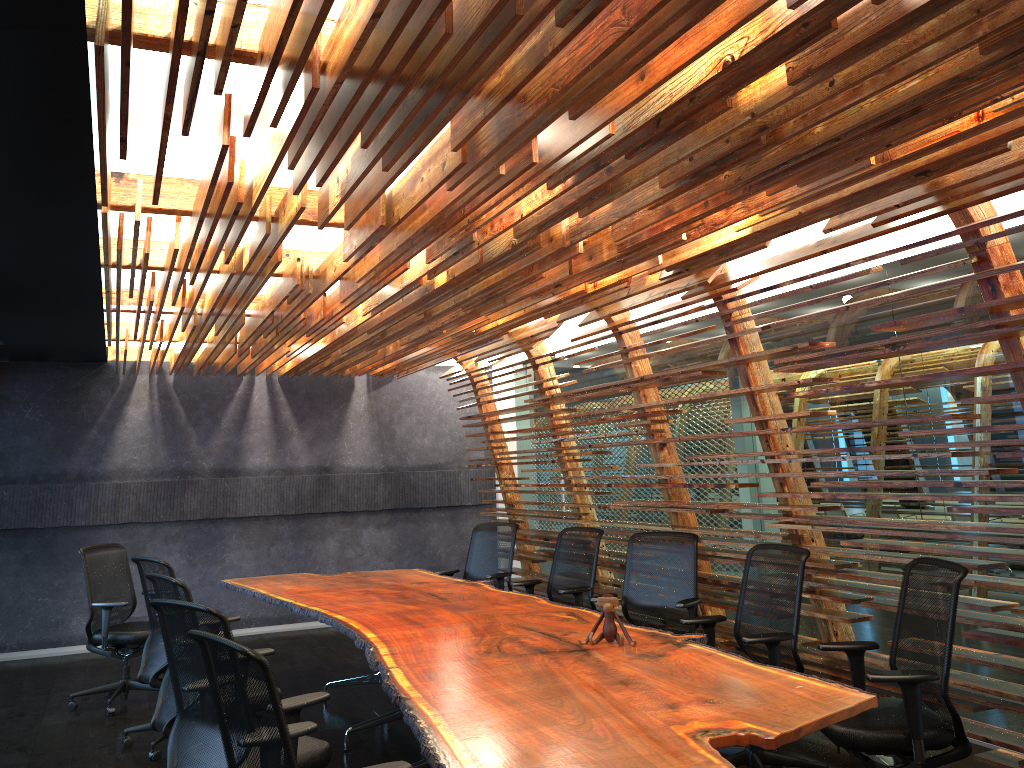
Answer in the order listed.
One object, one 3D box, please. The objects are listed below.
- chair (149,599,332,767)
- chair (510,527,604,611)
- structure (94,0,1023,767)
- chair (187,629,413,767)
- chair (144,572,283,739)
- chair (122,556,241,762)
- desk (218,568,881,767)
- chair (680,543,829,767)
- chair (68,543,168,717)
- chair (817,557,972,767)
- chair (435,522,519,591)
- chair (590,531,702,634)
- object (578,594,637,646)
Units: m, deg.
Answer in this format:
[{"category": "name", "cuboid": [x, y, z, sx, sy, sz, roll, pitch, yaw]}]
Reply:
[{"category": "chair", "cuboid": [-1.136, 1.549, 3.844, 0.806, 1.267, 0.785, -11, -15, 40]}, {"category": "chair", "cuboid": [0.311, 1.803, 6.972, 0.791, 1.267, 0.799, 5, -13, -33]}, {"category": "structure", "cuboid": [-0.145, 0.614, 5.451, 4.517, 3.058, 11.257, 2, -7, -24]}, {"category": "chair", "cuboid": [-0.647, 1.442, 2.943, 0.789, 1.267, 0.802, 7, -14, -39]}, {"category": "chair", "cuboid": [-1.623, 1.672, 4.918, 0.789, 1.267, 0.802, 7, -14, -39]}, {"category": "chair", "cuboid": [-2.195, 1.807, 6.085, 0.787, 1.267, 0.804, 9, -16, -43]}, {"category": "desk", "cuboid": [-0.466, 1.896, 5.521, 2.031, 0.835, 6.535, 1, -6, -24]}, {"category": "chair", "cuboid": [1.263, 1.566, 4.919, 0.795, 1.267, 0.795, 2, -12, -18]}, {"category": "chair", "cuboid": [-3.105, 1.950, 7.200, 0.795, 1.267, 0.796, -4, -11, 10]}, {"category": "chair", "cuboid": [1.682, 1.463, 4.022, 0.796, 1.267, 0.794, -2, -11, 1]}, {"category": "chair", "cuboid": [-0.358, 1.931, 8.033, 0.805, 1.267, 0.785, -12, -15, 40]}, {"category": "chair", "cuboid": [0.939, 1.692, 6.079, 0.808, 1.267, 0.783, -10, -14, 36]}, {"category": "object", "cuboid": [0.503, 1.230, 4.590, 0.306, 0.251, 0.125, -5, -12, 18]}]
